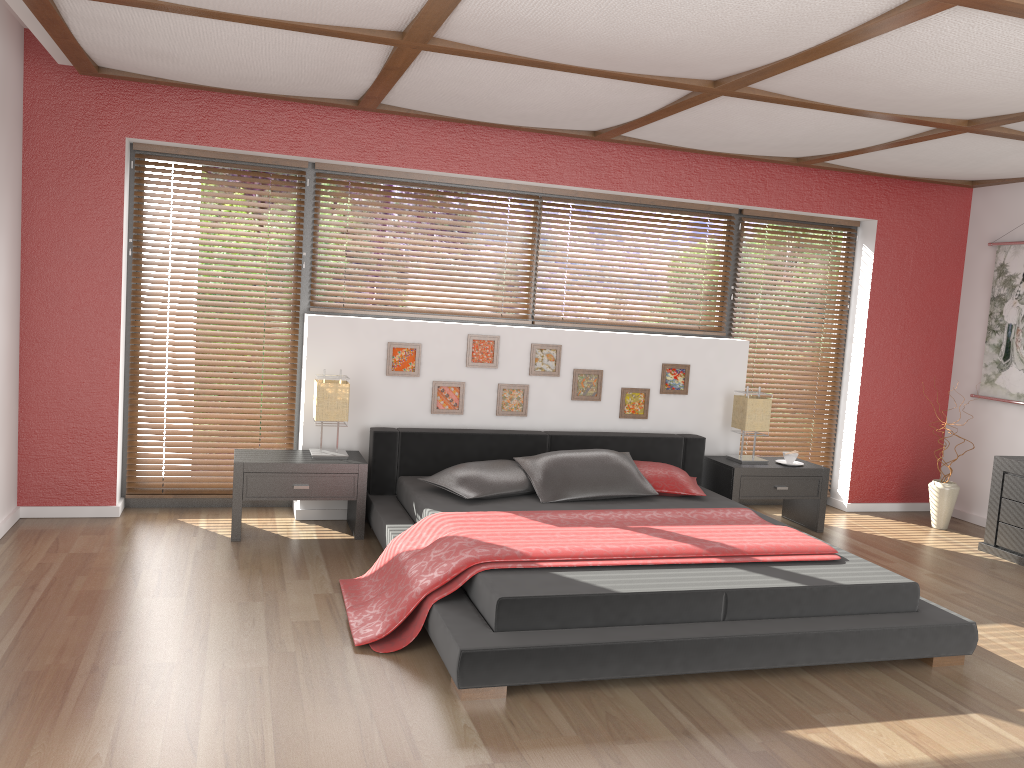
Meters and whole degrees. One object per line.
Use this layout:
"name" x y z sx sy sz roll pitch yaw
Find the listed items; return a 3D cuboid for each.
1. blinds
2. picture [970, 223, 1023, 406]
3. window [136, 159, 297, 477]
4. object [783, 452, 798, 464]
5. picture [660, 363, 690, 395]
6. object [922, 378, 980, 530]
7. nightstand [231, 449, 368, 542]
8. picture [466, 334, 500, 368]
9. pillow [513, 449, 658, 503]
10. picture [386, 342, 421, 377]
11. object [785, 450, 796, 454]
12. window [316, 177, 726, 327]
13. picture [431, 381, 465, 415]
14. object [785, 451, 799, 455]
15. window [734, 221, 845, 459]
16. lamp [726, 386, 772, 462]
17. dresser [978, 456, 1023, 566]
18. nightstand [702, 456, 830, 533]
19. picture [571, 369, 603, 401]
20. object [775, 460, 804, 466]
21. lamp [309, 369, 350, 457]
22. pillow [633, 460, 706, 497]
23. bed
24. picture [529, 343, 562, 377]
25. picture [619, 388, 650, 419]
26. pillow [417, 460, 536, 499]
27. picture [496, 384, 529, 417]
"blinds" 0.121 -0.243 5.805 4.840 1.952 0.032 2 6 -17
"picture" 3.457 -0.496 6.002 0.028 1.270 0.701 2 6 -17
"window" -1.756 -0.357 5.288 0.889 1.893 0.020 2 6 -17
"object" 1.816 0.485 5.791 0.099 0.069 0.099 5 5 8
"picture" 1.070 -0.032 5.819 0.200 0.200 0.010 2 6 -17
"object" 2.932 0.478 6.065 0.422 1.035 0.364 -1 7 -42
"nightstand" -1.190 0.613 4.943 0.700 0.423 0.413 2 6 -17
"picture" -0.178 -0.199 5.417 0.200 0.200 0.010 2 6 -17
"pillow" 0.416 0.500 4.979 0.744 0.241 0.386 2 6 -22
"picture" -0.644 -0.145 5.281 0.200 0.200 0.010 2 6 -17
"object" 1.821 0.446 5.794 0.007 0.007 0.192 8 7 37
"window" 0.144 -0.825 5.816 2.817 0.786 0.020 2 6 -17
"picture" -0.388 0.084 5.386 0.200 0.200 0.010 2 6 -17
"object" 1.820 0.449 5.771 0.007 0.007 0.192 9 7 42
"window" 1.967 -0.214 6.445 0.889 1.893 0.020 2 6 -17
"lamp" 1.556 0.255 5.786 0.200 0.480 0.200 2 6 -17
"dresser" 3.467 0.848 4.816 0.540 0.608 1.740 2 6 -17
"nightstand" 1.650 0.722 5.826 0.700 0.423 0.413 2 6 -17
"picture" 0.480 0.007 5.643 0.200 0.200 0.010 2 6 -17
"object" 1.814 0.517 5.795 0.179 0.012 0.179 5 5 8
"lamp" -1.019 0.156 4.985 0.200 0.480 0.200 2 6 -17
"pillow" 0.753 0.550 5.235 0.745 0.172 0.418 4 5 2
"bed" 0.390 0.696 4.384 2.469 0.577 2.413 2 6 -17
"picture" 0.209 -0.149 5.542 0.200 0.200 0.010 2 6 -17
"picture" 0.795 0.126 5.753 0.200 0.200 0.010 2 6 -17
"pillow" -0.101 0.523 4.914 0.745 0.172 0.418 -1 7 -42
"picture" 0.004 0.100 5.508 0.200 0.200 0.010 2 6 -17
